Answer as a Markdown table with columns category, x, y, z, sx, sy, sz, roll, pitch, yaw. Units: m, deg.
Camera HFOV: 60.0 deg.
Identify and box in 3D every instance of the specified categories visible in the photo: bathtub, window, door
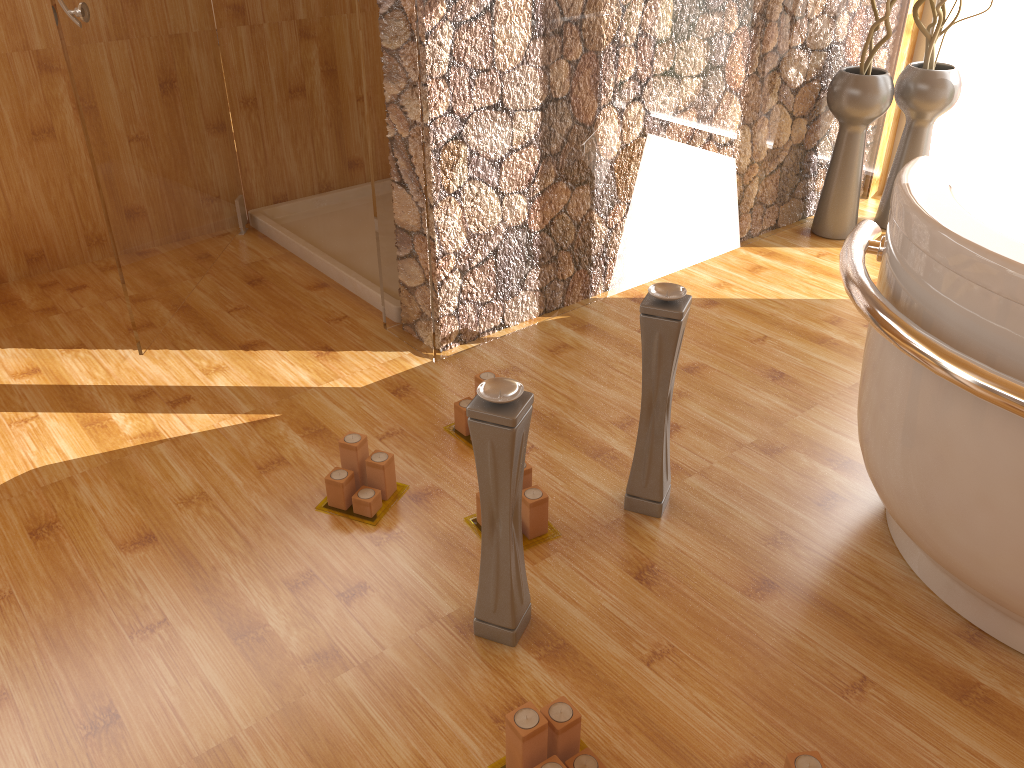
| category | x | y | z | sx | sy | sz | roll | pitch | yaw |
| --- | --- | --- | --- | --- | --- | --- | --- | --- | --- |
| bathtub | 1.408 | -0.183 | 1.639 | 1.946 | 0.900 | 0.977 | -21 | 37 | -30 |
| window | 1.689 | -1.476 | 2.723 | 0.010 | 1.900 | 0.581 | -23 | 38 | -32 |
| door | -0.987 | -1.249 | 2.168 | 0.077 | 2.147 | 0.983 | 1 | 31 | 1 |

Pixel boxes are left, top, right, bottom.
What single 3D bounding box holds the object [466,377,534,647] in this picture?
| category | x | y | z | sx | sy | sz | roll | pitch | yaw |
| --- | --- | --- | --- | --- | --- | --- | --- | --- | --- |
| object | -0.075 | -0.971 | 1.971 | 0.347 | 1.921 | 2.276 | 2 | 31 | 3 |

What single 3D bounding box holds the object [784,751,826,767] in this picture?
| category | x | y | z | sx | sy | sz | roll | pitch | yaw |
| --- | --- | --- | --- | --- | --- | --- | --- | --- | --- |
| object | 0.359 | 0.563 | 1.155 | 0.141 | 0.131 | 0.141 | -3 | 31 | -5 |

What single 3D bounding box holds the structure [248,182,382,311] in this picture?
| category | x | y | z | sx | sy | sz | roll | pitch | yaw |
| --- | --- | --- | --- | --- | --- | --- | --- | --- | --- |
| structure | -0.260 | -0.549 | 3.084 | 0.955 | 0.050 | 1.000 | -23 | 38 | -32 |

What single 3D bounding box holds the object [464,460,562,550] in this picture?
| category | x | y | z | sx | sy | sz | roll | pitch | yaw |
| --- | --- | --- | --- | --- | --- | --- | --- | --- | --- |
| object | 0.000 | 0.227 | 1.715 | 0.141 | 0.131 | 0.141 | -17 | 35 | -26 |

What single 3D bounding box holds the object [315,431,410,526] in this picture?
| category | x | y | z | sx | sy | sz | roll | pitch | yaw |
| --- | --- | --- | --- | --- | --- | --- | --- | --- | --- |
| object | -0.307 | 0.179 | 1.796 | 0.141 | 0.131 | 0.141 | 12 | 33 | 20 |

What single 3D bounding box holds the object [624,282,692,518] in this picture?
| category | x | y | z | sx | sy | sz | roll | pitch | yaw |
| --- | --- | --- | --- | --- | --- | --- | --- | --- | --- |
| object | 0.275 | 0.039 | 1.690 | 0.080 | 0.478 | 0.080 | 12 | 33 | 19 |

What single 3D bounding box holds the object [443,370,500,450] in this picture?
| category | x | y | z | sx | sy | sz | roll | pitch | yaw |
| --- | --- | --- | --- | --- | --- | --- | --- | --- | --- |
| object | -0.060 | 0.052 | 2.006 | 0.141 | 0.131 | 0.141 | -23 | 38 | -33 |

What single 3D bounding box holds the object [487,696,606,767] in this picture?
| category | x | y | z | sx | sy | sz | roll | pitch | yaw |
| --- | --- | --- | --- | --- | --- | --- | --- | --- | --- |
| object | 0.062 | 0.512 | 1.242 | 0.141 | 0.131 | 0.141 | -20 | 36 | -29 |

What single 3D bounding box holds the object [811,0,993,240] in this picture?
| category | x | y | z | sx | sy | sz | roll | pitch | yaw |
| --- | --- | --- | --- | --- | --- | --- | --- | --- | --- |
| object | 1.343 | -1.028 | 2.841 | 0.655 | 1.112 | 0.284 | -9 | 32 | -15 |
